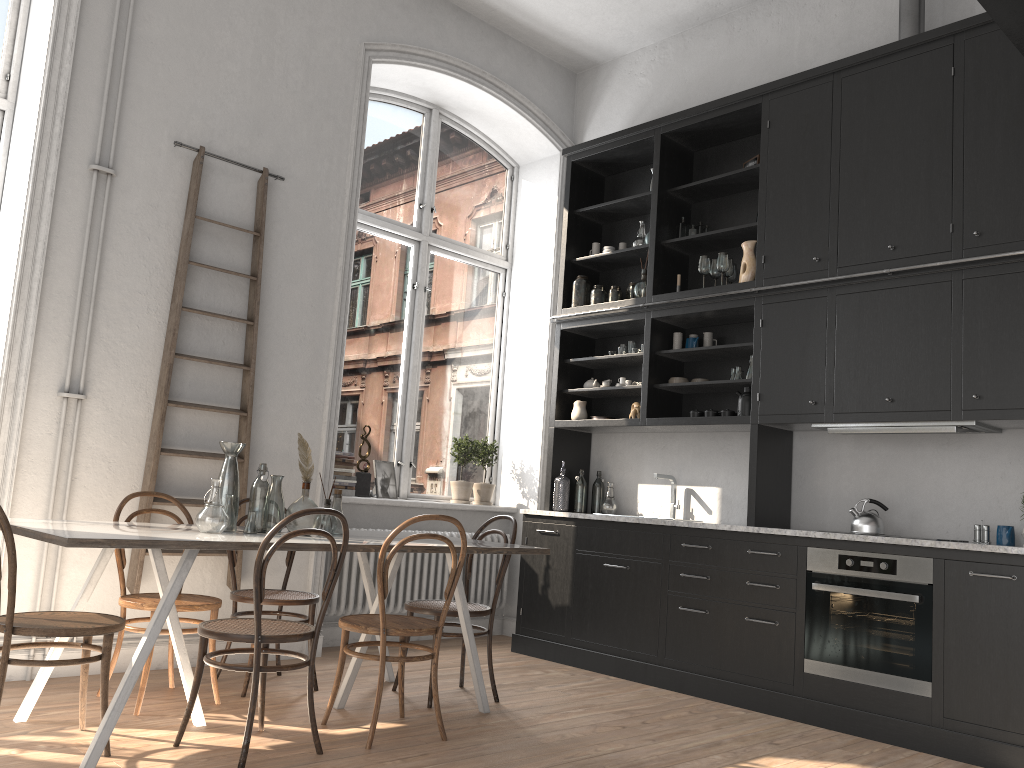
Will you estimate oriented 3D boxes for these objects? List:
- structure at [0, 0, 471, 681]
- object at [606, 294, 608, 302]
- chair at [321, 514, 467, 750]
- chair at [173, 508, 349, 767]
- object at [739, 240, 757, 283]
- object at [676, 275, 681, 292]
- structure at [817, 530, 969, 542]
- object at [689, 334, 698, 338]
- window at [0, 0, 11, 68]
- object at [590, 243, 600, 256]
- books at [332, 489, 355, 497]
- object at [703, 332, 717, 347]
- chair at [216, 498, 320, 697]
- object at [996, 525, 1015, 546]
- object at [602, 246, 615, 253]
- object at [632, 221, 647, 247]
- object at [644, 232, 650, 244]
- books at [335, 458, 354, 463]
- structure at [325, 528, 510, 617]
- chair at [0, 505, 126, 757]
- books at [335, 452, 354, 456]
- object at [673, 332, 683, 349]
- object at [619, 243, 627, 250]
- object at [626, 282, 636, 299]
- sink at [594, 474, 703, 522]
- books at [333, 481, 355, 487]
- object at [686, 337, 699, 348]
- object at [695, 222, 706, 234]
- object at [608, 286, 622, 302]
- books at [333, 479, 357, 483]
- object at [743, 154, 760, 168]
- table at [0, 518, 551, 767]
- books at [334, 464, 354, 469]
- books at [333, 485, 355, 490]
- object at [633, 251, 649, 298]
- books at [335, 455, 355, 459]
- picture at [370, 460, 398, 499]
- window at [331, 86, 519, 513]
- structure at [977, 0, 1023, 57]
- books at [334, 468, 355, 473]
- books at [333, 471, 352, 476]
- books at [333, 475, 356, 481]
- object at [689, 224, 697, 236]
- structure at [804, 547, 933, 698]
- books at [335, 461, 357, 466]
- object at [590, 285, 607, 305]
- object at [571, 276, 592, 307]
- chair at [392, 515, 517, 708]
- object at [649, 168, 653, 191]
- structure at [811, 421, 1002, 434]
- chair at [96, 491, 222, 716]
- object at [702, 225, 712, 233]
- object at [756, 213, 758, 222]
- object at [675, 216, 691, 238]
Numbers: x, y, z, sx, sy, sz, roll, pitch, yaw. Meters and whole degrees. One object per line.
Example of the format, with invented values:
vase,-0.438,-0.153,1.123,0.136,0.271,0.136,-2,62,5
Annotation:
structure,-1.781,-0.723,4.964,5.186,4.469,0.340,11,-10,-43
object,0.687,-0.572,6.460,0.114,0.155,0.114,4,-7,2
chair,-0.485,0.999,3.737,0.438,0.919,0.549,9,-9,-32
chair,-0.930,0.917,3.363,0.549,0.919,0.438,-2,-10,42
object,1.428,-0.725,5.350,0.094,0.266,0.116,4,-7,-2
object,1.085,-0.639,5.777,0.123,0.161,0.123,9,-9,-34
structure,1.934,0.776,4.518,0.428,0.011,0.592,11,-10,-43
object,1.180,-0.254,5.815,0.082,0.135,0.059,6,-7,-15
window,-3.334,-1.131,4.060,1.624,2.840,0.013,11,-10,-43
object,0.605,-0.950,6.443,0.059,0.135,0.082,6,-8,-15
books,-1.179,0.700,5.767,0.248,0.043,0.192,11,-10,-43
object,1.272,-0.261,5.710,0.082,0.135,0.059,0,-8,29
chair,-1.220,1.048,4.493,0.438,0.919,0.549,9,-9,-36
object,2.398,0.736,4.310,0.082,0.093,0.140,-1,-9,36
object,0.696,-0.933,6.380,0.096,0.095,0.096,5,-7,-9
object,0.898,-1.015,6.130,0.132,0.219,0.132,1,-8,21
object,0.967,-1.085,6.023,0.123,0.340,0.119,7,-8,-24
books,-1.171,0.496,5.802,0.231,0.023,0.162,8,-9,-28
structure,-0.631,1.277,6.058,1.578,0.552,0.194,11,-10,-43
chair,-1.690,0.843,3.205,0.549,0.919,0.438,9,-9,-35
books,-1.169,0.455,5.820,0.159,0.024,0.201,-2,-9,36
object,1.083,-0.262,5.796,0.059,0.135,0.082,2,-7,14
object,0.800,-0.945,6.377,0.059,0.135,0.082,7,-8,-20
object,0.848,-0.611,6.192,0.092,0.184,0.092,8,-8,-29
sink,0.885,0.822,5.661,0.514,0.504,0.526,11,-10,-43
books,-1.173,0.646,5.774,0.249,0.023,0.175,11,-10,-42
object,1.159,-0.248,5.707,0.082,0.093,0.140,3,-8,12
object,1.256,-0.994,5.924,0.065,0.176,0.084,7,-8,-21
object,0.717,-0.603,6.188,0.096,0.150,0.097,-1,-9,35
books,-1.175,0.629,5.794,0.255,0.014,0.193,10,-10,-40
object,1.523,-1.362,5.605,0.056,0.121,0.167,6,-8,-18
table,-1.011,1.050,3.879,2.202,0.779,1.100,11,-10,-43
books,-1.164,0.539,5.806,0.155,0.022,0.205,-3,-10,41
books,-1.175,0.668,5.771,0.175,0.023,0.250,-3,-10,42
object,0.883,-0.733,5.918,0.134,0.357,0.134,4,-7,2
books,-1.160,0.476,5.814,0.205,0.020,0.155,11,-10,-43
picture,-0.901,0.663,6.116,0.149,0.264,0.222,0,-8,30
window,2.041,-3.875,13.547,14.396,15.918,26.405,11,-10,-43
structure,2.395,-1.829,0.673,5.932,1.212,4.159,11,-10,-43
books,-1.167,0.562,5.810,0.222,0.024,0.158,11,-10,-43
books,-1.167,0.584,5.800,0.205,0.022,0.155,8,-9,-29
books,-1.175,0.608,5.797,0.193,0.028,0.246,-3,-10,41
object,1.186,-0.987,5.817,0.053,0.124,0.041,2,-7,13
structure,1.903,1.166,4.464,0.619,0.622,0.622,11,-10,-43
books,-1.167,0.518,5.805,0.244,0.019,0.174,11,-10,-43
object,0.608,-0.609,6.225,0.114,0.155,0.114,10,-9,-40
object,0.498,-0.646,6.319,0.118,0.238,0.118,0,-9,32
chair,-0.276,1.118,4.519,0.549,0.919,0.438,8,-8,-31
object,0.988,-1.380,6.170,0.070,0.231,0.067,-3,-10,43
structure,2.065,0.219,4.683,0.379,0.123,0.844,11,-10,-43
chair,-1.576,0.963,4.045,0.549,0.919,0.438,-3,-10,44
object,1.277,-0.980,5.816,0.044,0.121,0.058,6,-8,-16
object,1.580,-1.064,5.532,0.110,0.254,0.100,3,-7,12
object,1.135,-1.018,5.893,0.084,0.199,0.065,7,-8,-21
